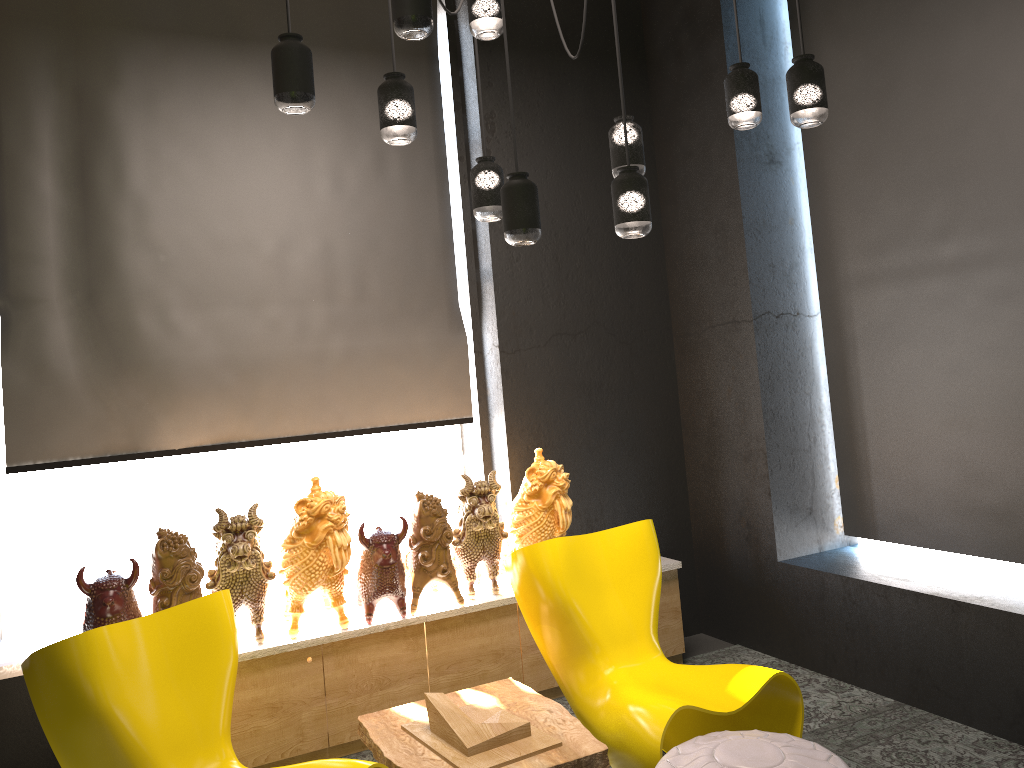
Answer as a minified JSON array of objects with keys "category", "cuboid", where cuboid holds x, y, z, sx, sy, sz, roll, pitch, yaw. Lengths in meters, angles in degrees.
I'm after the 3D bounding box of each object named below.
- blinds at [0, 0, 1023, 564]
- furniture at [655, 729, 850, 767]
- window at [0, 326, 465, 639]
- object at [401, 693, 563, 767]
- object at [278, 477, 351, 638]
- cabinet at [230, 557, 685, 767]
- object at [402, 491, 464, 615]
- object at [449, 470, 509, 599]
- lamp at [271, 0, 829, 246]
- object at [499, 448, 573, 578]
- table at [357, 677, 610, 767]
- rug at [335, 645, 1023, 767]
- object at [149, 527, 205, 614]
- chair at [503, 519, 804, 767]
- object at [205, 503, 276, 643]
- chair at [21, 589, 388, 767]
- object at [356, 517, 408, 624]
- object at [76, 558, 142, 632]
[{"category":"blinds","cuboid":[-3.425,-0.424,2.743,12.718,3.323,3.512,-5,-1,-6]},{"category":"furniture","cuboid":[0.710,1.271,2.548,0.616,0.421,0.607,-4,-1,-32]},{"category":"window","cuboid":[-1.399,-0.522,4.570,2.313,3.180,0.051,-4,-4,-26]},{"category":"object","cuboid":[-0.122,1.148,3.052,0.351,0.137,0.517,-5,0,-31]},{"category":"object","cuboid":[-0.866,0.724,3.817,0.308,0.657,0.467,-4,-2,-21]},{"category":"cabinet","cuboid":[-0.435,1.275,4.012,2.735,0.532,0.402,-5,-2,-26]},{"category":"object","cuboid":[-0.402,0.744,4.086,0.249,0.547,0.473,-4,-2,-18]},{"category":"object","cuboid":[-0.195,0.698,4.157,0.272,0.581,0.428,-3,-3,-33]},{"category":"lamp","cuboid":[0.472,-1.625,2.043,2.838,2.281,2.674,-5,-1,18]},{"category":"object","cuboid":[0.094,0.636,4.289,0.308,0.657,0.467,-4,-2,-21]},{"category":"table","cuboid":[-0.103,1.370,3.100,0.695,0.310,0.825,-5,0,-26]},{"category":"rug","cuboid":[0.246,1.491,3.022,3.603,0.010,2.180,-5,1,-26]},{"category":"object","cuboid":[-1.363,0.831,3.614,0.249,0.547,0.473,-4,-2,-18]},{"category":"chair","cuboid":[0.460,1.023,3.410,0.659,0.900,1.064,-4,-2,-31]},{"category":"object","cuboid":[-1.155,0.786,3.685,0.272,0.581,0.428,-3,-3,-33]},{"category":"chair","cuboid":[-0.976,1.154,2.713,1.065,0.900,0.658,-6,-2,34]},{"category":"object","cuboid":[-0.599,0.802,3.932,0.220,0.442,0.460,-4,-2,-21]},{"category":"object","cuboid":[-1.559,0.890,3.460,0.220,0.442,0.460,-4,-2,-21]}]
